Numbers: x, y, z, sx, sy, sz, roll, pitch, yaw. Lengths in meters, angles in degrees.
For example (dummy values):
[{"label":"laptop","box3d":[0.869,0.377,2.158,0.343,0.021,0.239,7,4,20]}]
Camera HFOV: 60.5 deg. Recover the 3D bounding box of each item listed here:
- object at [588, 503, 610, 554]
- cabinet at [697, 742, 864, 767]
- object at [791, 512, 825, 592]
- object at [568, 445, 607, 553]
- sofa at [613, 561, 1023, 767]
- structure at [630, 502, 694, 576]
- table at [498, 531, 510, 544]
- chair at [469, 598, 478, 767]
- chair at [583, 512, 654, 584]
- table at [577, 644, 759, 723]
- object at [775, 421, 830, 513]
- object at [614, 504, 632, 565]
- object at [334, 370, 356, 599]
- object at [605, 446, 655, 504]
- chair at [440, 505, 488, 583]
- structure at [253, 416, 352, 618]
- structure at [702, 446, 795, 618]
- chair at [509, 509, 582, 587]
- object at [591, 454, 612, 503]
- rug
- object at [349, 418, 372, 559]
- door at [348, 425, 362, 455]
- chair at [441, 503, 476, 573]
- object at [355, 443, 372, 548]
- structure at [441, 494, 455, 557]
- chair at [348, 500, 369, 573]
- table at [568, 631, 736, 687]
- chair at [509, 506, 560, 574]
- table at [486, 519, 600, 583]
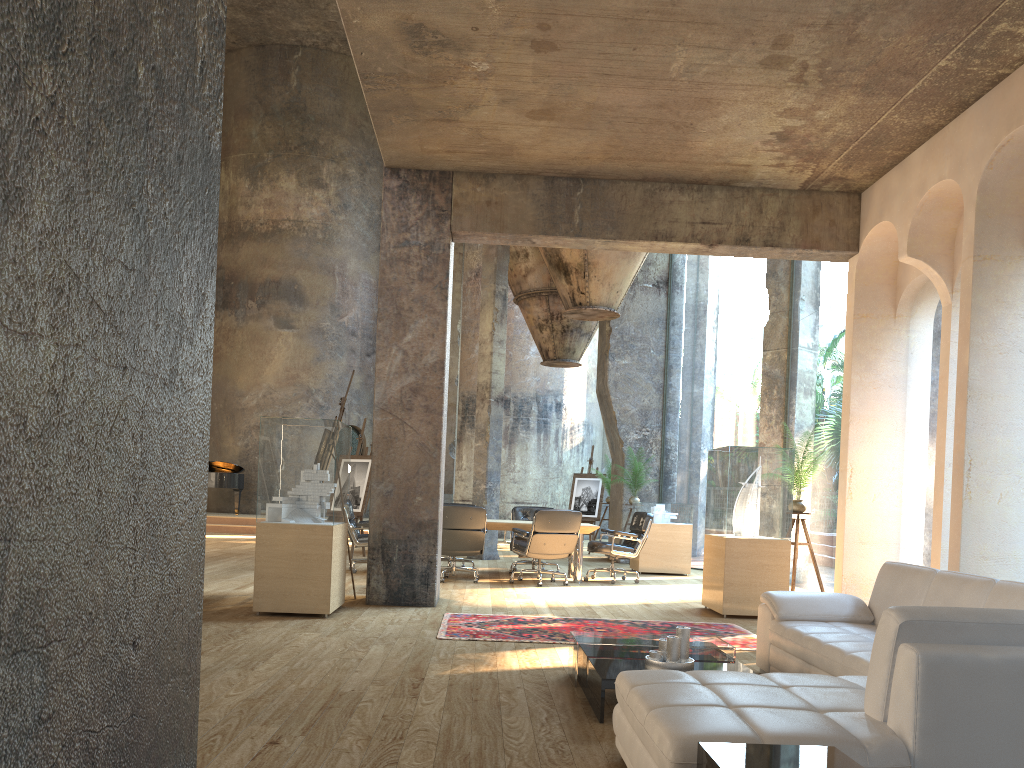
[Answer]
[{"label":"object","box3d":[1.805,2.683,16.191,0.659,0.970,0.572,3,-2,-8]},{"label":"cabinet","box3d":[0.684,1.046,1.568,0.396,0.367,1.571,3,-7,-2]},{"label":"object","box3d":[2.741,1.757,8.726,0.661,0.970,0.570,4,-2,-38]},{"label":"object","box3d":[1.491,2.257,17.329,0.700,2.142,0.687,2,0,27]},{"label":"sofa","box3d":[1.408,1.200,3.903,2.064,0.719,2.946,3,-7,-2]},{"label":"structure","box3d":[2.144,2.221,12.676,0.735,1.012,0.746,2,-2,-2]},{"label":"table","box3d":[-0.580,2.920,17.177,1.871,0.545,0.946,3,-5,-2]},{"label":"chair","box3d":[-2.792,1.461,8.387,12.951,1.028,31.692,3,-7,-2]},{"label":"chair","box3d":[1.302,2.032,11.011,0.821,0.890,0.732,3,-3,-7]},{"label":"table","box3d":[0.774,1.516,4.519,0.790,0.202,1.117,3,-7,-2]},{"label":"object","box3d":[2.842,0.813,8.729,0.688,0.937,0.862,3,-3,-11]},{"label":"object","box3d":[1.969,2.365,13.680,0.570,0.970,0.662,1,-2,34]},{"label":"object","box3d":[-1.733,0.925,8.071,0.685,2.142,0.702,2,0,-3]},{"label":"object","box3d":[1.850,1.421,13.749,0.858,0.938,0.691,2,-2,1]},{"label":"chair","box3d":[-0.663,1.848,10.227,0.730,0.890,0.824,3,-3,-8]},{"label":"structure","box3d":[-1.693,1.084,7.181,0.594,1.544,0.745,2,-1,-2]},{"label":"structure","box3d":[2.194,1.383,8.231,0.594,1.544,0.745,2,-1,-2]},{"label":"chair","box3d":[0.346,1.899,10.291,0.732,0.890,0.822,4,-4,-28]},{"label":"object","box3d":[1.788,1.736,16.209,0.687,0.937,0.864,2,-3,19]},{"label":"rug","box3d":[0.683,1.894,6.759,2.462,0.009,1.354,3,-7,-2]},{"label":"object","box3d":[-2.366,1.553,13.132,0.700,2.142,0.687,2,0,30]},{"label":"door","box3d":[-4.121,2.174,21.891,0.906,2.291,0.091,3,0,-44]},{"label":"chair","box3d":[-0.815,2.033,11.705,0.729,0.890,0.826,2,-3,5]},{"label":"object","box3d":[-2.535,1.789,15.017,0.683,2.142,0.704,2,0,24]},{"label":"structure","box3d":[-1.312,2.230,13.872,0.743,1.012,0.738,2,-2,-2]},{"label":"chair","box3d":[-1.739,1.893,10.923,0.821,0.890,0.733,3,-3,-6]},{"label":"table","box3d":[0.762,1.541,4.888,0.859,0.246,0.372,3,-5,-2]},{"label":"chair","box3d":[0.300,2.084,11.742,0.729,0.890,0.825,2,-3,-1]},{"label":"table","box3d":[-0.190,2.058,10.965,2.410,0.698,1.111,3,-5,-2]}]
